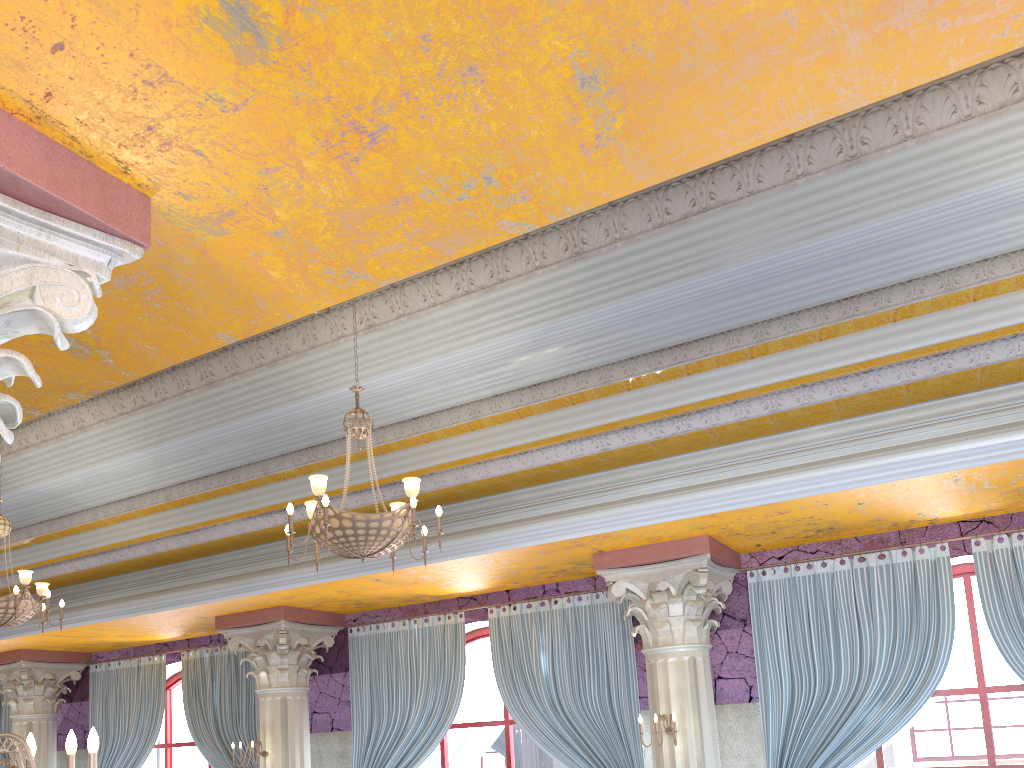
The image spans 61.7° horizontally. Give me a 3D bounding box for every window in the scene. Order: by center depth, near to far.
[{"bbox_3d":[4.105,2.814,7.438,3.639,2.439,0.164,-13,-12,28],"label":"window"},{"bbox_3d":[-0.032,3.984,9.687,3.639,2.439,0.164,-13,-12,28],"label":"window"},{"bbox_3d":[-4.188,5.159,11.946,3.639,2.439,0.164,-13,-12,28],"label":"window"}]

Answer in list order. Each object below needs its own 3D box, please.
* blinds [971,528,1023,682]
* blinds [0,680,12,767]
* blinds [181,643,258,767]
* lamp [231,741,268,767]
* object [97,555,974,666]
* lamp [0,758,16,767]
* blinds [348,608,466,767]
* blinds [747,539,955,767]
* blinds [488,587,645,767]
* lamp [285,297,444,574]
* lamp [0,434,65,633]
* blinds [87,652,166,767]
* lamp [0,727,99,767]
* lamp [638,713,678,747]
[{"bbox_3d":[4.657,2.673,6.380,1.828,3.360,0.250,-10,-10,27],"label":"blinds"},{"bbox_3d":[-7.718,6.172,13.106,1.736,3.360,0.250,-9,-10,27],"label":"blinds"},{"bbox_3d":[-3.619,5.013,10.878,1.736,3.360,0.250,-9,-10,27],"label":"blinds"},{"bbox_3d":[-2.906,4.098,9.495,0.342,0.260,0.403,-8,-19,15],"label":"lamp"},{"bbox_3d":[-2.146,4.504,10.025,29.743,3.476,2.162,-16,-16,28],"label":"object"},{"bbox_3d":[-7.032,5.265,11.737,0.342,0.260,0.403,-8,-19,15],"label":"lamp"},{"bbox_3d":[-1.177,4.322,9.551,1.740,3.360,0.250,-10,-10,30],"label":"blinds"},{"bbox_3d":[2.962,3.152,7.301,1.789,3.360,0.250,-10,-10,30],"label":"blinds"},{"bbox_3d":[0.576,3.826,8.598,1.736,3.360,0.250,-9,-10,27],"label":"blinds"},{"bbox_3d":[-1.015,0.133,5.628,0.959,2.075,1.007,0,-11,-17],"label":"lamp"},{"bbox_3d":[-4.507,1.120,7.526,0.959,2.075,1.007,0,-11,-17],"label":"lamp"},{"bbox_3d":[-5.372,5.508,11.830,1.740,3.360,0.250,-10,-10,30],"label":"blinds"},{"bbox_3d":[-1.350,1.092,2.362,0.342,0.260,0.403,-8,-19,15],"label":"lamp"},{"bbox_3d":[1.251,2.923,7.235,0.342,0.260,0.403,-8,-19,15],"label":"lamp"}]
